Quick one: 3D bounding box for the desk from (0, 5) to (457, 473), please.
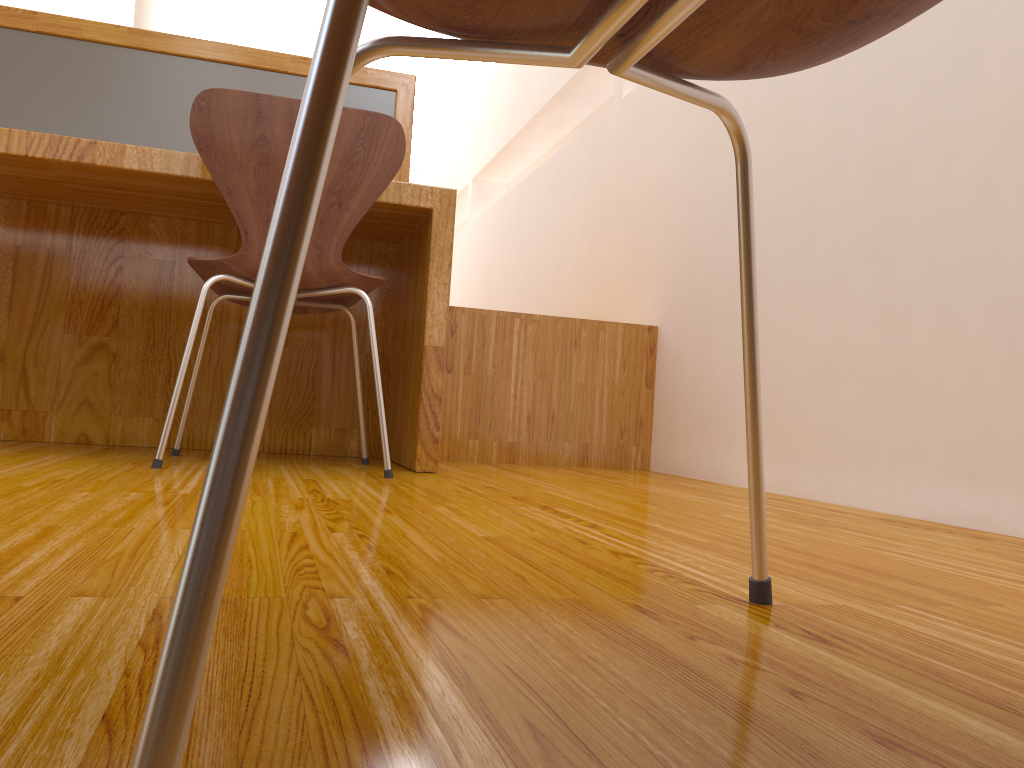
[{"bbox_3d":[-1.837,-0.426,2.044,3.216,1.022,1.248,4,-2,-16],"label":"desk"}]

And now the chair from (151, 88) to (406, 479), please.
[{"bbox_3d":[-0.455,-0.173,1.793,0.428,0.693,0.381,4,-2,-16],"label":"chair"}]

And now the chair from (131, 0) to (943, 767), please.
[{"bbox_3d":[0.067,-0.191,0.467,0.428,0.693,0.381,4,-2,-16],"label":"chair"}]
